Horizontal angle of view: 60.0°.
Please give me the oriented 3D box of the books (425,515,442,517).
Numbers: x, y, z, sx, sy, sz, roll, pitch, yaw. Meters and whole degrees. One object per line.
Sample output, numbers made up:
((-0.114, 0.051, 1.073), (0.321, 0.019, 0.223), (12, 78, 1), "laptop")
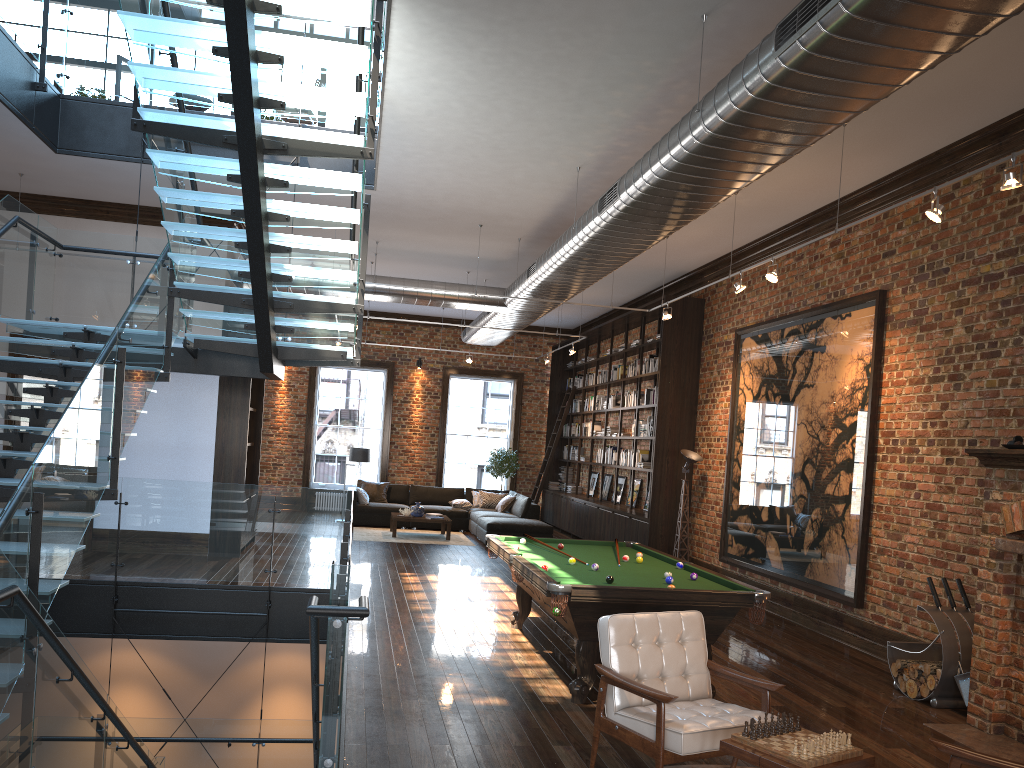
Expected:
((-1.394, 2.361, 15.843), (0.205, 0.024, 0.263), (2, -4, 24), "books")

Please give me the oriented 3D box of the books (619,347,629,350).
((2.065, -0.623, 15.938), (0.193, 0.030, 0.313), (5, -4, -15), "books")

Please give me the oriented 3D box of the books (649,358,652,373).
((2.312, -0.276, 14.341), (0.168, 0.262, 0.016), (4, 1, -10), "books")

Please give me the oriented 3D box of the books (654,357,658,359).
((2.351, -0.288, 14.254), (0.153, 0.279, 0.013), (4, 1, -10), "books")

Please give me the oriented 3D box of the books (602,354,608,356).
((1.873, -0.558, 17.047), (0.192, 0.013, 0.315), (5, -4, -14), "books")

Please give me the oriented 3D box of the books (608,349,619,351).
((1.939, -0.624, 16.656), (0.199, 0.017, 0.302), (5, -4, -15), "books")

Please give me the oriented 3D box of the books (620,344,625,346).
((2.080, -0.698, 15.938), (0.193, 0.009, 0.305), (5, -4, -9), "books")

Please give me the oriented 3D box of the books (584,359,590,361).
((1.620, -0.489, 18.459), (0.205, 0.024, 0.249), (4, -4, -6), "books")

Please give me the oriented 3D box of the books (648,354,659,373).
((2.302, -0.308, 14.389), (0.180, 0.332, 0.016), (4, 1, -10), "books")

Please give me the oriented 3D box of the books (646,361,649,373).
((2.283, -0.249, 14.532), (0.169, 0.231, 0.028), (4, 1, -10), "books")

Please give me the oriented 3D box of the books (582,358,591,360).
((1.618, -0.510, 18.458), (0.217, 0.018, 0.376), (5, -4, -12), "books")

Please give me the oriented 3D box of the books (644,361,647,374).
((2.270, -0.253, 14.559), (0.185, 0.242, 0.030), (4, 1, -10), "books")

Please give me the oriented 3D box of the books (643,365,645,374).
((2.252, -0.221, 14.615), (0.190, 0.182, 0.025), (4, 1, -10), "books")

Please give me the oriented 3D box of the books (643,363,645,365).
((2.253, -0.234, 14.691), (0.172, 0.219, 0.027), (4, 1, -10), "books")

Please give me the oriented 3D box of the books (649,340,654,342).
((2.329, -0.680, 14.320), (0.214, 0.012, 0.252), (4, -4, -5), "books")

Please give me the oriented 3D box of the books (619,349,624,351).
((2.061, -0.601, 15.938), (0.213, 0.014, 0.282), (4, -4, -8), "books")

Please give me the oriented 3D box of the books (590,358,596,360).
((1.716, -0.492, 17.926), (0.210, 0.014, 0.291), (5, -4, -11), "books")

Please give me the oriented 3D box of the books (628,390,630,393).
((2.090, 0.273, 15.459), (0.152, 0.307, 0.016), (4, 1, -10), "books")

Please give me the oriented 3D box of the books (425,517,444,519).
((-1.351, 2.341, 15.498), (0.262, 0.024, 0.205), (6, -5, -32), "books")

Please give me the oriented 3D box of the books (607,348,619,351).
((1.936, -0.640, 16.655), (0.215, 0.015, 0.319), (5, -4, -13), "books")

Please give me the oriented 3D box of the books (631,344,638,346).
((2.187, -0.666, 15.232), (0.206, 0.009, 0.334), (4, -4, -7), "books")

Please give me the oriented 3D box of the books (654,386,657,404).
((2.341, 0.191, 13.970), (0.181, 0.295, 0.025), (4, 1, -10), "books")

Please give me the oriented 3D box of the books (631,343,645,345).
((2.186, -0.680, 15.231), (0.217, 0.020, 0.234), (5, -4, -13), "books")

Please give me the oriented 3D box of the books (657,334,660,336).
((2.424, -0.770, 13.875), (0.202, 0.015, 0.361), (5, -4, -14), "books")

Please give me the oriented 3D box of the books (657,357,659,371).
((2.381, -0.292, 13.973), (0.189, 0.252, 0.018), (4, 1, -10), "books")

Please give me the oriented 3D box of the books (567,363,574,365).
((1.377, -0.437, 19.775), (0.230, 0.015, 0.312), (5, -4, -14), "books")

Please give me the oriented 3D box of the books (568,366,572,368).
((1.381, -0.364, 19.778), (0.216, 0.014, 0.335), (4, -4, -7), "books")

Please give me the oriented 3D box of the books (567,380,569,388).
((1.334, 0.042, 19.865), (0.179, 0.270, 0.012), (4, 1, -10), "books")

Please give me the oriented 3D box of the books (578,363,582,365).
((1.546, -0.399, 18.846), (0.227, 0.036, 0.303), (5, -4, -10), "books")

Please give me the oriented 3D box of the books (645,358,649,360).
((2.267, -0.272, 14.662), (0.150, 0.294, 0.032), (4, 1, -10), "books")

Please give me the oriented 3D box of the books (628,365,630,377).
((2.116, -0.201, 15.466), (0.173, 0.244, 0.011), (4, 1, -10), "books")

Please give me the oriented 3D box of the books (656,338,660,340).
((2.414, -0.705, 13.875), (0.230, 0.007, 0.352), (4, -4, -8), "books")

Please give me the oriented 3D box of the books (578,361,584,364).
((1.540, -0.449, 18.844), (0.230, 0.034, 0.273), (4, -4, -6), "books")

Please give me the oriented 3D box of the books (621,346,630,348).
((2.080, -0.647, 15.940), (0.171, 0.021, 0.307), (5, -4, -14), "books")

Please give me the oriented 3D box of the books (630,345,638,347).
((2.179, -0.643, 15.231), (0.228, 0.015, 0.275), (5, -4, -12), "books")

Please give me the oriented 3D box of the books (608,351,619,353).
((1.952, -0.598, 16.659), (0.187, 0.011, 0.380), (5, -4, -9), "books")

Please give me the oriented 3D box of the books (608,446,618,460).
((1.874, 1.314, 16.373), (0.183, 0.336, 0.015), (4, 1, -10), "books")

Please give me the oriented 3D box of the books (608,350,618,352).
((1.947, -0.609, 16.658), (0.204, 0.011, 0.308), (5, -4, -10), "books")

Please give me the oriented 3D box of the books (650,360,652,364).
((2.316, -0.264, 14.321), (0.172, 0.236, 0.025), (4, 1, -10), "books")

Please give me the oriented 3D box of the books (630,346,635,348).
((2.185, -0.630, 15.232), (0.217, 0.010, 0.342), (5, -4, -11), "books")

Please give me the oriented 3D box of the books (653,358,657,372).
((2.344, -0.277, 14.197), (0.165, 0.258, 0.099), (4, 0, -10), "books")

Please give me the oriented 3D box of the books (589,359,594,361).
((1.711, -0.476, 17.926), (0.206, 0.018, 0.324), (5, -4, -13), "books")

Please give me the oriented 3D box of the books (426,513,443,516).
((-1.390, 2.335, 15.836), (0.205, 0.028, 0.263), (2, -4, 22), "books")

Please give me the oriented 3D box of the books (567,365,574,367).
((1.381, -0.395, 19.777), (0.213, 0.014, 0.357), (5, -4, -14), "books")

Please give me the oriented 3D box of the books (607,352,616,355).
((1.934, -0.571, 16.657), (0.219, 0.016, 0.367), (5, -4, -9), "books")

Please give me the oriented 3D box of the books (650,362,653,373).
((2.319, -0.250, 14.270), (0.190, 0.202, 0.027), (4, 1, -10), "books")

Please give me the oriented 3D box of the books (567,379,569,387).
((1.323, 0.041, 19.904), (0.187, 0.275, 0.015), (4, 1, -10), "books")

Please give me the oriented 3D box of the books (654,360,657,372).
((2.353, -0.271, 14.073), (0.169, 0.232, 0.146), (4, -1, -10), "books")

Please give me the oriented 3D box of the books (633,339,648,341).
((2.205, -0.746, 15.233), (0.189, 0.017, 0.276), (4, -4, -8), "books")

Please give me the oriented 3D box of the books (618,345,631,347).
((2.067, -0.677, 15.937), (0.205, 0.017, 0.360), (5, -4, -13), "books")

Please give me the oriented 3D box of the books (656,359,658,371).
((2.370, -0.275, 13.995), (0.182, 0.221, 0.010), (4, 1, -10), "books")

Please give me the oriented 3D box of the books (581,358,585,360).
((1.578, -0.531, 18.848), (0.165, 0.022, 0.257), (4, -4, -6), "books")

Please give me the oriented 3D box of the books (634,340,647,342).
((2.204, -0.730, 15.233), (0.168, 0.015, 0.369), (4, -4, -5), "books")

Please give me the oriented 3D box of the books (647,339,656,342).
((2.329, -0.696, 14.319), (0.220, 0.019, 0.329), (4, -4, -7), "books")

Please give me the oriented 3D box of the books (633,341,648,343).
((2.205, -0.706, 15.234), (0.170, 0.034, 0.286), (5, -4, -15), "books")

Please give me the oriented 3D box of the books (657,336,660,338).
((2.420, -0.741, 13.875), (0.230, 0.018, 0.315), (5, -4, -9), "books")
